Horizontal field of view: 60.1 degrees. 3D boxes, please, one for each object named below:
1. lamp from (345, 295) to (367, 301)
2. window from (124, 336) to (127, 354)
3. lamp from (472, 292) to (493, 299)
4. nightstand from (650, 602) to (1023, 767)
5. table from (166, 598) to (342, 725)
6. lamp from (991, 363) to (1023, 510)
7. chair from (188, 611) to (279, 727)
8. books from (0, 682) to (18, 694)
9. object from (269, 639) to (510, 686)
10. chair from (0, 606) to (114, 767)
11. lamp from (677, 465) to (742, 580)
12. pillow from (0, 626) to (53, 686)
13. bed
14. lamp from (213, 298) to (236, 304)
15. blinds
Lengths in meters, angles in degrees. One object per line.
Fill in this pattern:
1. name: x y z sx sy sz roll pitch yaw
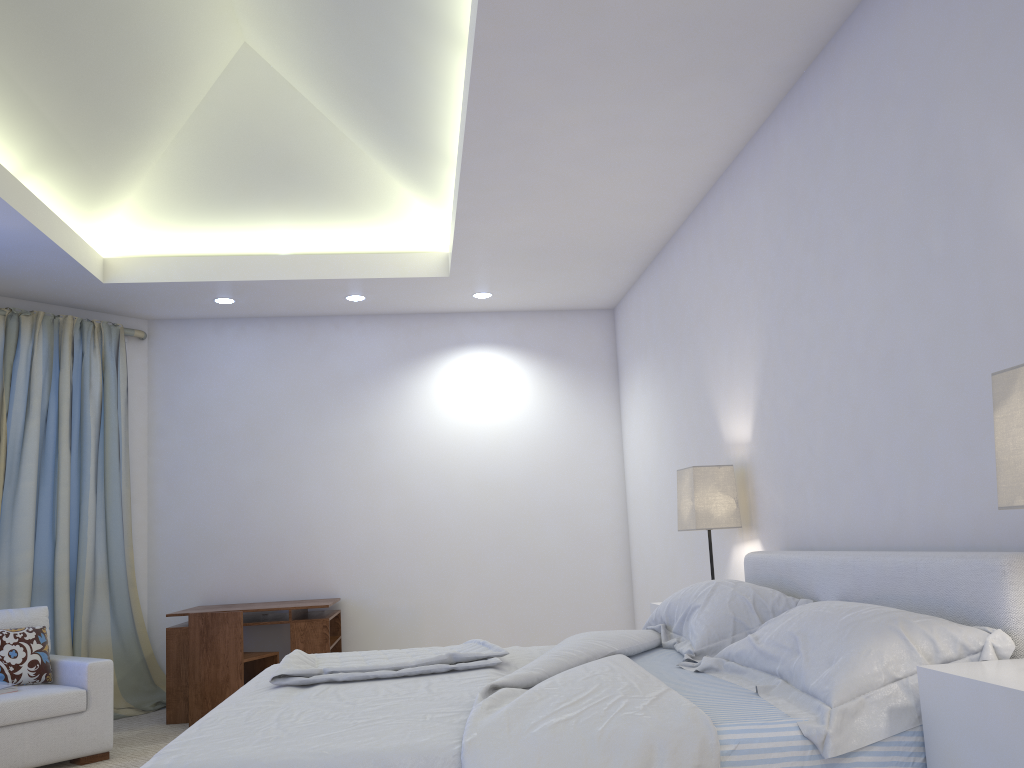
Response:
1. lamp: -0.998 -0.543 5.658 0.137 0.014 0.138 4 -12 -34
2. window: -2.534 0.097 2.385 0.814 2.011 6.900 -2 -10 -6
3. lamp: -0.191 -0.569 5.745 0.137 0.014 0.138 4 -12 -34
4. nightstand: 0.957 1.029 2.667 0.400 0.595 2.570 -2 -10 -6
5. table: -1.517 1.641 5.343 0.900 0.596 0.746 -2 -9 -6
6. lamp: 1.082 0.245 1.668 0.210 0.579 0.212 -2 -8 -6
7. chair: -1.521 1.549 4.859 0.341 0.606 0.342 -6 -8 19
8. books: -2.318 1.316 3.855 0.194 0.088 0.238 -10 -12 35
9. object: -0.409 1.085 2.917 0.718 0.463 0.920 -1 -10 -10
10. chair: -2.365 1.396 4.038 0.690 0.699 0.809 -10 -11 38
11. lamp: 0.860 0.652 3.854 0.210 0.578 0.212 -1 -8 -11
12. pillow: -2.318 1.287 4.173 0.136 0.271 0.276 -9 -11 37
13. bed: 0.171 0.936 2.528 2.019 0.809 1.985 -2 -10 -7
14. lamp: -1.808 -0.516 5.571 0.137 0.014 0.138 4 -12 -34
15. blinds: -2.673 0.743 5.124 0.297 2.401 1.776 -9 -10 40
